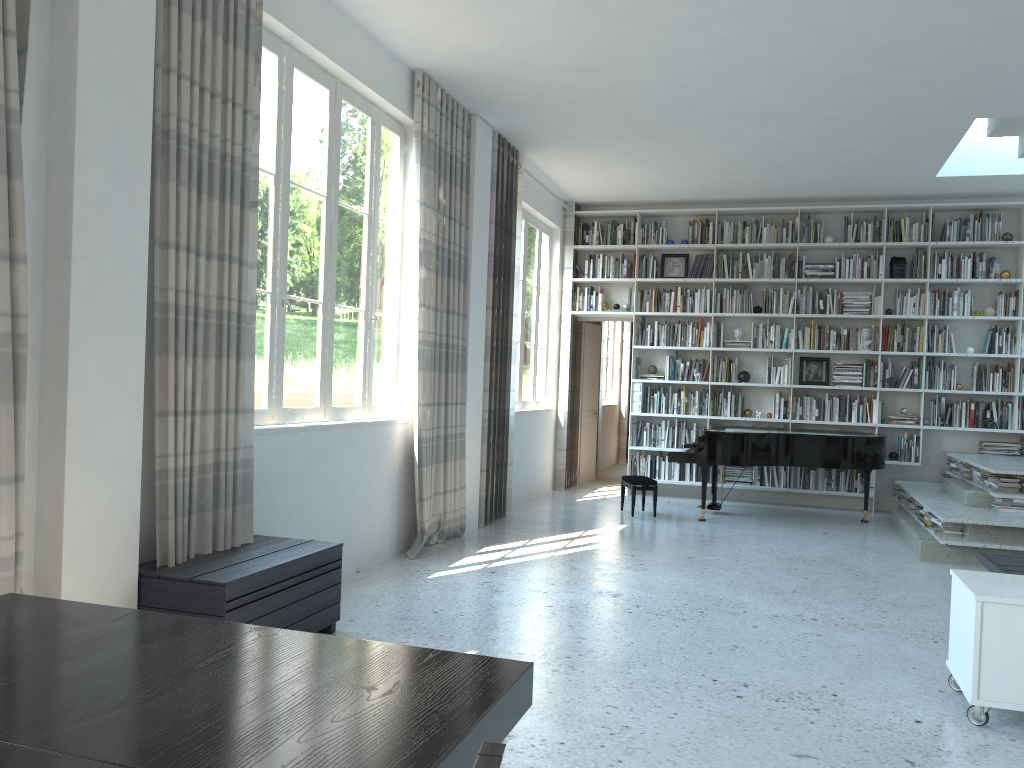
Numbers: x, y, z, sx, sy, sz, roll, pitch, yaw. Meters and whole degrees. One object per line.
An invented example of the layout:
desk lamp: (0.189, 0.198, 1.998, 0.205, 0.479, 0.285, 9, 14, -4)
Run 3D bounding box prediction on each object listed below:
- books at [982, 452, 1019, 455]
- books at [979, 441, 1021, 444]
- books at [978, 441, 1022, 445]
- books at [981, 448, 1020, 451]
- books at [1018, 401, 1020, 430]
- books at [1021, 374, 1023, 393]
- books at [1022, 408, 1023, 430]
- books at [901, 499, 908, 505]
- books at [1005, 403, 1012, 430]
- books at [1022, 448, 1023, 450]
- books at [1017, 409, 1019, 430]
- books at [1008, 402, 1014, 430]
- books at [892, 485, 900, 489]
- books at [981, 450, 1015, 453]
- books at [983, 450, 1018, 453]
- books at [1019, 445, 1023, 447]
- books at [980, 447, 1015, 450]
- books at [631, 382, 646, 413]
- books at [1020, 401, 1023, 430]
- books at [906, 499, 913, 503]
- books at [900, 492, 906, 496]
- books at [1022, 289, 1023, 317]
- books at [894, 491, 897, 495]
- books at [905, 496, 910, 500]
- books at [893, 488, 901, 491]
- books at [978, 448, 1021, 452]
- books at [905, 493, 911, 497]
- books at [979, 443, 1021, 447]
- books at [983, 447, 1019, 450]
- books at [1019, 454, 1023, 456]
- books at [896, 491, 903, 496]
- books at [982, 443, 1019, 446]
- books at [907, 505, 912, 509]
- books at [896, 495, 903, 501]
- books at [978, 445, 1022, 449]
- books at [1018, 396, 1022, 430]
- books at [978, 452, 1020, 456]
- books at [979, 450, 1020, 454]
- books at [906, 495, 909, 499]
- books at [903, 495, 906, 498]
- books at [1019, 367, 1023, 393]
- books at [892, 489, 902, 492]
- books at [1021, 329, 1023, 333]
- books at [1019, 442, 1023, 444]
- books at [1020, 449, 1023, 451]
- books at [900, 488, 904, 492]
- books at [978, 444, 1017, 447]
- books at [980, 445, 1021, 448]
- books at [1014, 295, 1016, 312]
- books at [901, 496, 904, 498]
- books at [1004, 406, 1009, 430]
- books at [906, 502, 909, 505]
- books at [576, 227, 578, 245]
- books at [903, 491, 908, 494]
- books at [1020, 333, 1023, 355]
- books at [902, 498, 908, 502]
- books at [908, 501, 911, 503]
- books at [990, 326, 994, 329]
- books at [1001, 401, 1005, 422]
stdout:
books: (4.857, 0.689, 8.845, 0.308, 0.008, 0.195, 2, 0, 13)
books: (4.867, 0.584, 8.847, 0.345, 0.007, 0.193, 2, 0, 19)
books: (4.866, 0.592, 8.848, 0.345, 0.007, 0.193, 2, 0, 15)
books: (4.859, 0.651, 8.842, 0.308, 0.008, 0.195, 2, 0, 12)
books: (5.011, 0.310, 8.805, 0.012, 0.286, 0.158, 2, 1, 17)
books: (5.046, -0.005, 8.782, 0.023, 0.186, 0.159, 2, 1, 17)
books: (5.062, 0.349, 8.800, 0.033, 0.213, 0.140, 2, 1, 17)
books: (3.801, 1.124, 8.418, 0.177, 0.026, 0.230, 2, 0, 20)
books: (4.929, 0.321, 8.815, 0.026, 0.258, 0.156, 2, 1, 17)
books: (5.181, 0.647, 8.745, 0.285, 0.007, 0.159, 2, 0, 13)
books: (4.985, 0.348, 8.793, 0.027, 0.208, 0.164, 2, 1, 17)
books: (4.954, 0.315, 8.807, 0.025, 0.272, 0.171, 2, 1, 17)
books: (3.973, 1.053, 8.994, 0.191, 0.013, 0.243, 2, 0, 13)
books: (4.858, 0.674, 8.845, 0.308, 0.008, 0.195, 2, 0, 21)
books: (4.860, 0.666, 8.850, 0.308, 0.008, 0.195, 2, 0, 19)
books: (5.184, 0.620, 8.752, 0.285, 0.007, 0.159, 2, 0, 18)
books: (4.863, 0.644, 8.854, 0.308, 0.008, 0.195, 2, 0, 17)
books: (1.408, 0.148, 9.860, 0.106, 0.340, 0.307, 2, 1, 17)
books: (5.037, 0.311, 8.795, 0.015, 0.287, 0.138, 2, 1, 17)
books: (3.718, 1.075, 8.117, 0.159, 0.011, 0.246, 2, 0, 13)
books: (3.803, 1.050, 8.417, 0.180, 0.015, 0.294, 2, 0, 15)
books: (5.043, -0.790, 8.797, 0.031, 0.284, 0.137, 2, 1, 17)
books: (3.977, 1.113, 8.992, 0.179, 0.012, 0.261, 2, 0, 20)
books: (3.714, 1.051, 8.118, 0.169, 0.009, 0.241, 2, 0, 13)
books: (3.979, 1.077, 8.992, 0.187, 0.009, 0.211, 2, 0, 16)
books: (4.861, 0.659, 8.849, 0.345, 0.007, 0.193, 2, 0, 15)
books: (3.716, 1.024, 8.118, 0.171, 0.015, 0.253, 2, 0, 14)
books: (4.866, 0.607, 8.848, 0.345, 0.007, 0.193, 2, 0, 19)
books: (4.863, 0.636, 8.841, 0.308, 0.008, 0.195, 2, 0, 22)
books: (5.180, 0.709, 8.756, 0.285, 0.007, 0.159, 2, 0, 17)
books: (3.886, 1.085, 8.713, 0.191, 0.028, 0.212, 2, 0, 21)
books: (4.866, 0.599, 8.847, 0.308, 0.008, 0.195, 2, 0, 19)
books: (3.720, 1.127, 8.116, 0.157, 0.014, 0.180, 2, 0, 14)
books: (3.893, 1.126, 8.712, 0.189, 0.030, 0.237, 2, 0, 17)
books: (4.864, 0.629, 8.845, 0.345, 0.007, 0.193, 2, 0, 14)
books: (5.024, 0.285, 8.797, 0.014, 0.337, 0.132, 2, 1, 17)
books: (4.857, 0.696, 8.845, 0.345, 0.007, 0.193, 2, 0, 21)
books: (4.856, 0.681, 8.842, 0.345, 0.007, 0.193, 2, 0, 22)
books: (3.708, 1.039, 8.120, 0.182, 0.016, 0.199, 2, 0, 22)
books: (3.806, 1.067, 8.416, 0.171, 0.020, 0.193, 2, 0, 21)
books: (5.034, -0.039, 8.798, 0.012, 0.254, 0.161, 2, 1, 17)
books: (3.977, 1.088, 8.992, 0.177, 0.012, 0.278, 2, 0, 13)
books: (5.064, -0.412, 8.790, 0.028, 0.267, 0.137, 2, 1, 17)
books: (5.183, 0.590, 8.752, 0.285, 0.005, 0.159, 2, 0, 18)
books: (5.183, 0.661, 8.750, 0.285, 0.007, 0.159, 2, 0, 19)
books: (3.905, 1.048, 8.708, 0.160, 0.009, 0.291, 2, 0, 19)
books: (4.863, 0.614, 8.839, 0.345, 0.007, 0.193, 2, 0, 12)
books: (4.865, 0.621, 8.848, 0.345, 0.007, 0.193, 2, 0, 19)
books: (4.979, -0.761, 8.810, 0.013, 0.221, 0.155, 2, 1, 17)
books: (3.905, 1.105, 8.708, 0.147, 0.012, 0.206, 2, 0, 12)
books: (4.903, 0.335, 8.816, 0.025, 0.228, 0.175, 2, 1, 17)
books: (3.717, 1.106, 8.117, 0.159, 0.012, 0.292, 2, 0, 14)
books: (0.744, -1.655, 10.084, 0.014, 0.219, 0.188, 2, 1, 17)
books: (3.705, 1.002, 8.121, 0.193, 0.005, 0.225, 2, 0, 13)
books: (5.028, -0.391, 8.770, 0.027, 0.221, 0.184, 2, 1, 17)
books: (3.808, 1.104, 8.415, 0.172, 0.014, 0.221, 2, 0, 18)
books: (3.722, 1.094, 8.116, 0.165, 0.012, 0.205, 2, 0, 17)
books: (4.805, -0.434, 8.873, 0.016, 0.290, 0.135, 2, 1, 17)
books: (4.895, 0.308, 8.851, 0.012, 0.282, 0.143, 2, 1, 17)
